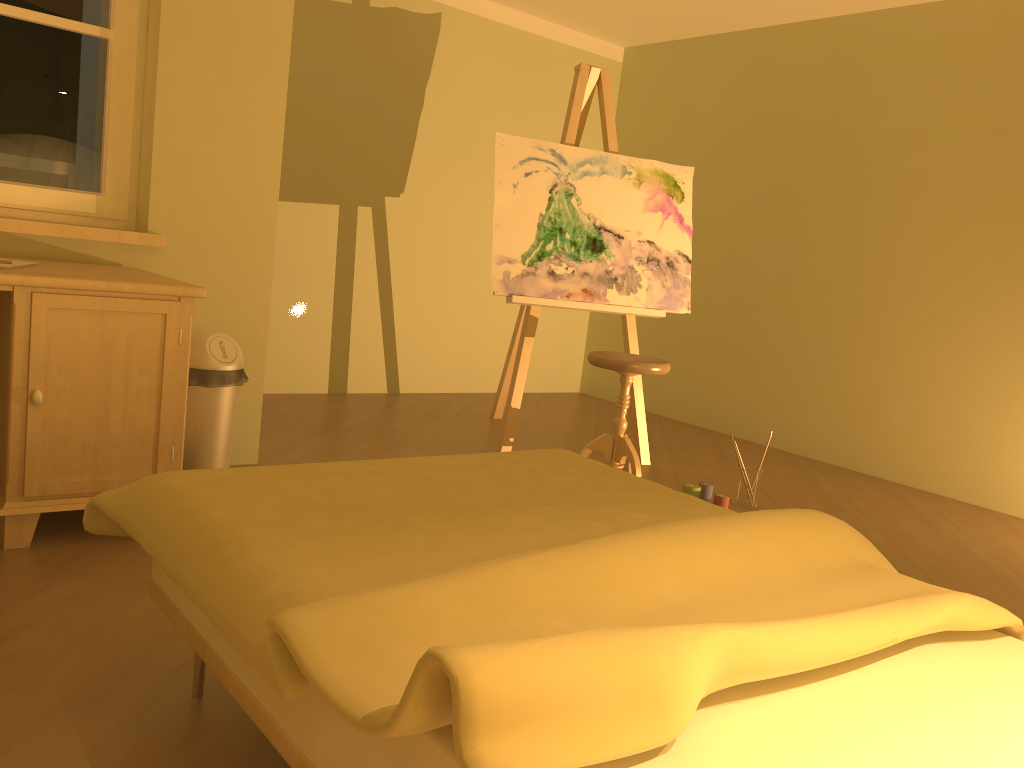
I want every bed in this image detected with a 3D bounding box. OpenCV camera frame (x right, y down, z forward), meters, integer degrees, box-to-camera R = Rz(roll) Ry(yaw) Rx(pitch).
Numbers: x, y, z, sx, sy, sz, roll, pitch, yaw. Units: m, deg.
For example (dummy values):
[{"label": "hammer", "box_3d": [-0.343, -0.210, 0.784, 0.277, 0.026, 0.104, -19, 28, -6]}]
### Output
[{"label": "bed", "box_3d": [0.411, 0.345, 1.206, 1.286, 0.894, 2.378, 0, 10, -39]}]

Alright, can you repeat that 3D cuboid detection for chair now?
[{"label": "chair", "box_3d": [0.465, 0.158, 3.764, 0.348, 0.551, 0.364, 3, 9, -28]}]

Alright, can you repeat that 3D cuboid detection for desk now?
[{"label": "desk", "box_3d": [-1.648, 0.020, 2.356, 1.396, 0.720, 0.684, 0, 10, -39]}]

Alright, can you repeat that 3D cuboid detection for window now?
[{"label": "window", "box_3d": [-1.841, -1.164, 2.591, 1.486, 1.263, 0.142, 0, 10, -39]}]

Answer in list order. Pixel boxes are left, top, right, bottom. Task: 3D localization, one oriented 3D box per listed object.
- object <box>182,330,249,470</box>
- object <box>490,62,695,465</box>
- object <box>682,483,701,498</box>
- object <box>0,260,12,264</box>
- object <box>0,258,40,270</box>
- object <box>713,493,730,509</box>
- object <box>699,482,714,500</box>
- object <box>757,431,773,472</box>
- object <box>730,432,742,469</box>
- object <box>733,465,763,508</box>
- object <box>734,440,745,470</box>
[{"label": "object", "box_3d": [-1.056, 0.080, 3.084, 0.248, 0.535, 0.255, 6, 8, -5]}, {"label": "object", "box_3d": [0.191, -0.568, 4.242, 1.132, 1.896, 0.972, 12, 10, 33]}, {"label": "object", "box_3d": [0.733, 0.451, 3.631, 0.073, 0.073, 0.073, 1, 10, -35]}, {"label": "object", "box_3d": [-1.409, -0.327, 2.337, 0.008, 0.009, 0.166, 14, 11, 41]}, {"label": "object", "box_3d": [-1.436, -0.332, 2.403, 0.210, 0.010, 0.300, 5, 8, -14]}, {"label": "object", "box_3d": [0.844, 0.479, 3.583, 0.060, 0.060, 0.060, 12, 10, 32]}, {"label": "object", "box_3d": [0.818, 0.452, 3.749, 0.060, 0.060, 0.060, 13, 10, 35]}, {"label": "object", "box_3d": [1.035, 0.350, 3.714, 0.069, 0.319, 0.010, 5, 8, -13]}, {"label": "object", "box_3d": [0.961, 0.356, 3.718, 0.010, 0.286, 0.159, -1, 11, -44]}, {"label": "object", "box_3d": [0.983, 0.429, 3.703, 0.106, 0.157, 0.106, 10, 9, 22]}, {"label": "object", "box_3d": [0.964, 0.367, 3.669, 0.172, 0.278, 0.010, 3, 9, -27]}]
